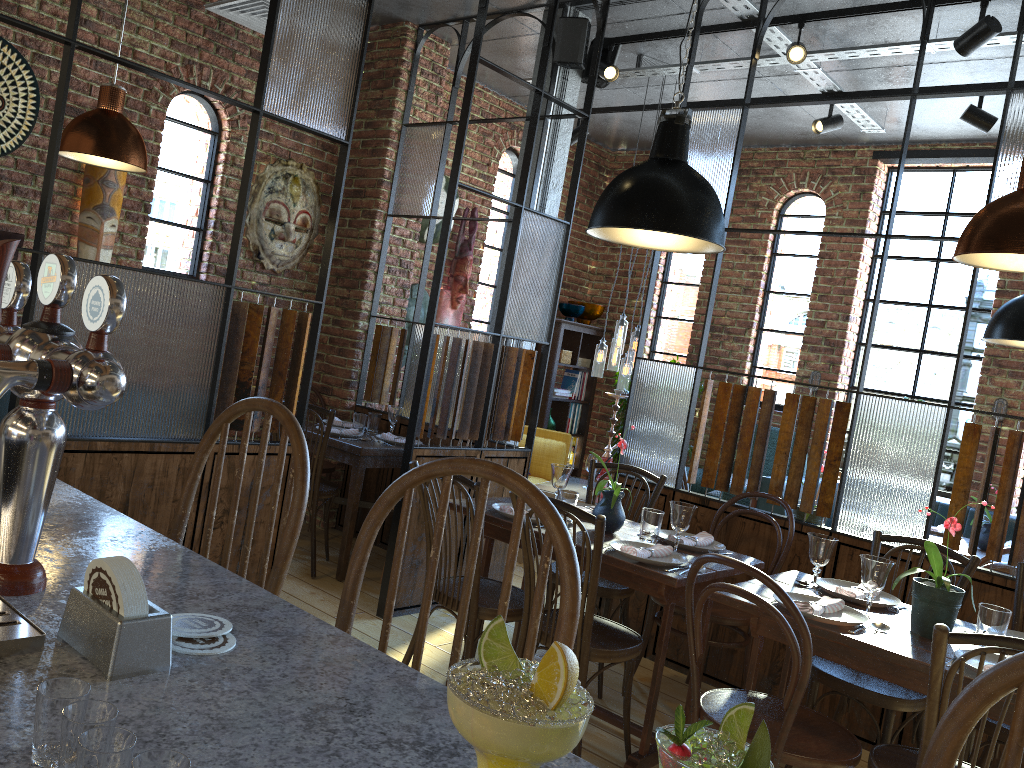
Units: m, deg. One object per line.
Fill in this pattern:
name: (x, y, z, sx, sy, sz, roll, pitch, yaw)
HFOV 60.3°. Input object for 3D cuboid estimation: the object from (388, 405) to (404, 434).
object: (-0.696, 0.226, 5.154, 0.094, 0.191, 0.102, 8, 2, -30)

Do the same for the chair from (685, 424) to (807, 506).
chair: (1.569, 0.822, 6.553, 0.994, 1.097, 0.838, 9, 2, -26)

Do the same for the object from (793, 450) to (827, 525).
object: (1.337, 0.496, 3.954, 0.135, 0.426, 0.213, 9, 2, -17)

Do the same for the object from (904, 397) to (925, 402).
object: (2.826, 0.429, 6.351, 0.371, 0.663, 0.532, 9, 2, -27)

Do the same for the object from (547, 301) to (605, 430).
object: (0.440, 0.149, 7.730, 0.342, 1.760, 0.582, 11, 2, 34)

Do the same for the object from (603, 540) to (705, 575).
object: (0.486, 0.582, 3.046, 0.341, 0.051, 0.256, 12, 3, 43)

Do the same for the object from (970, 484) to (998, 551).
object: (2.772, 0.751, 5.104, 0.131, 0.431, 0.227, 8, 2, -32)

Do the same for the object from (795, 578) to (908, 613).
object: (1.154, 0.695, 2.994, 0.341, 0.051, 0.256, 12, 3, 43)

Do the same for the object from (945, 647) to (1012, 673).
object: (1.333, 0.754, 2.310, 0.341, 0.051, 0.256, 12, 3, 43)

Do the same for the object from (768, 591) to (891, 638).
object: (0.944, 0.675, 2.652, 0.341, 0.051, 0.256, 12, 3, 43)

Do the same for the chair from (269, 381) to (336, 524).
chair: (-1.347, 0.467, 5.575, 0.421, 0.920, 0.571, 9, 2, -29)

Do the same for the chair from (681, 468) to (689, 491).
chair: (0.964, 0.895, 4.521, 0.546, 0.915, 0.386, 11, 2, 35)

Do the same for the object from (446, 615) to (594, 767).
object: (-0.004, 0.270, 0.625, 0.102, 0.197, 0.109, 9, 2, -22)

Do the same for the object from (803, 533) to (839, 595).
object: (1.024, 0.604, 2.951, 0.094, 0.191, 0.102, 8, 2, -30)

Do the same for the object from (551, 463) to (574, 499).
object: (0.194, 0.436, 3.678, 0.095, 0.191, 0.102, 9, 2, -25)

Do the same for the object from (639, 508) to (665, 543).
object: (0.529, 0.540, 3.359, 0.087, 0.119, 0.081, 10, 2, 23)

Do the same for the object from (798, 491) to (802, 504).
object: (1.357, 0.608, 4.177, 0.101, 0.191, 0.096, 10, 2, 15)

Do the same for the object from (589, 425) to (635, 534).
object: (0.395, 0.360, 3.421, 0.131, 0.431, 0.227, 8, 2, -32)

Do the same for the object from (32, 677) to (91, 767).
object: (-0.371, 0.278, 0.722, 0.040, 0.059, 0.044, 8, 3, -40)

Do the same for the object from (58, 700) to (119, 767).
object: (-0.334, 0.285, 0.690, 0.044, 0.059, 0.040, 11, 2, 30)

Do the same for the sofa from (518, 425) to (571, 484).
sofa: (-0.298, 0.688, 6.388, 0.820, 0.762, 1.921, 10, 2, 23)

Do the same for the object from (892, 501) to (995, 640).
object: (1.270, 0.540, 2.617, 0.197, 0.426, 0.151, 9, 2, -16)

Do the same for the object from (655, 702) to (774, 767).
object: (0.104, 0.286, 0.510, 0.071, 0.211, 0.066, 10, 2, 23)

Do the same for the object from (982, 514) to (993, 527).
object: (2.816, 0.874, 5.213, 0.095, 0.191, 0.101, 9, 2, -21)

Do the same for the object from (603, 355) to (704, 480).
object: (1.104, 0.502, 7.207, 0.886, 1.528, 0.703, 10, 2, 19)

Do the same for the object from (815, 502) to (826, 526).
object: (1.544, 0.664, 4.443, 0.088, 0.119, 0.081, 11, 2, 30)

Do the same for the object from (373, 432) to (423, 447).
object: (-0.629, 0.314, 5.023, 0.283, 0.051, 0.309, 12, 3, 43)

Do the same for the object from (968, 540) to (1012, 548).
object: (2.934, 0.963, 5.269, 0.341, 0.051, 0.256, 12, 3, 43)

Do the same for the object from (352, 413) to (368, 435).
object: (-0.884, 0.233, 5.102, 0.082, 0.119, 0.087, 9, 2, -19)

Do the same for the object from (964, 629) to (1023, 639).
object: (1.562, 0.777, 2.655, 0.341, 0.051, 0.256, 12, 3, 43)

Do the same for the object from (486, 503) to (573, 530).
object: (0.068, 0.497, 3.415, 0.341, 0.051, 0.256, 12, 3, 43)

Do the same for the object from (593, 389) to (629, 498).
object: (0.674, 0.394, 5.699, 0.272, 0.704, 0.161, 11, 2, 32)

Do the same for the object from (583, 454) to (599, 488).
object: (0.540, 0.599, 6.032, 0.089, 0.228, 0.092, 9, 2, -12)

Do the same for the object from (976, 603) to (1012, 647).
object: (1.418, 0.719, 2.606, 0.085, 0.119, 0.084, 10, 2, 2)

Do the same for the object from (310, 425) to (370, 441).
object: (-0.956, 0.263, 4.943, 0.341, 0.051, 0.256, 12, 3, 43)

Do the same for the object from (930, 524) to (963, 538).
object: (2.643, 0.904, 5.521, 0.341, 0.051, 0.256, 12, 3, 43)

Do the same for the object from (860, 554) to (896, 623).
object: (1.098, 0.627, 2.688, 0.098, 0.191, 0.099, 9, 2, -3)

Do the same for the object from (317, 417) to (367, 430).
object: (-1.021, 0.237, 5.302, 0.283, 0.051, 0.309, 12, 3, 43)

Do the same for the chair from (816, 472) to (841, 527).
chair: (1.680, 0.973, 4.615, 0.547, 1.005, 0.441, 10, 2, 12)

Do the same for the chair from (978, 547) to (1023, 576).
chair: (1.797, 1.066, 3.742, 0.421, 0.920, 0.571, 9, 2, -29)

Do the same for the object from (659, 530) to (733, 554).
object: (0.676, 0.598, 3.427, 0.341, 0.051, 0.256, 12, 3, 43)

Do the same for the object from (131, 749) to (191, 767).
object: (-0.256, 0.300, 0.632, 0.044, 0.059, 0.040, 11, 2, 30)

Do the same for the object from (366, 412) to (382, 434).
object: (-0.830, 0.234, 5.283, 0.082, 0.119, 0.087, 9, 2, -19)

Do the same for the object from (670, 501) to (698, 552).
object: (0.598, 0.525, 3.158, 0.094, 0.191, 0.102, 8, 2, -30)

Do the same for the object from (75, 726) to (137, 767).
object: (-0.304, 0.292, 0.653, 0.044, 0.059, 0.040, 11, 2, 30)

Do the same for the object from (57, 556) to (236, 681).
object: (-0.140, 0.290, 0.782, 0.805, 0.106, 0.191, 11, 3, 40)

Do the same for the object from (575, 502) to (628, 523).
object: (0.310, 0.525, 3.732, 0.341, 0.051, 0.256, 12, 3, 43)

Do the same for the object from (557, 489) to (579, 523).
object: (0.214, 0.483, 3.484, 0.087, 0.119, 0.081, 10, 2, 23)
